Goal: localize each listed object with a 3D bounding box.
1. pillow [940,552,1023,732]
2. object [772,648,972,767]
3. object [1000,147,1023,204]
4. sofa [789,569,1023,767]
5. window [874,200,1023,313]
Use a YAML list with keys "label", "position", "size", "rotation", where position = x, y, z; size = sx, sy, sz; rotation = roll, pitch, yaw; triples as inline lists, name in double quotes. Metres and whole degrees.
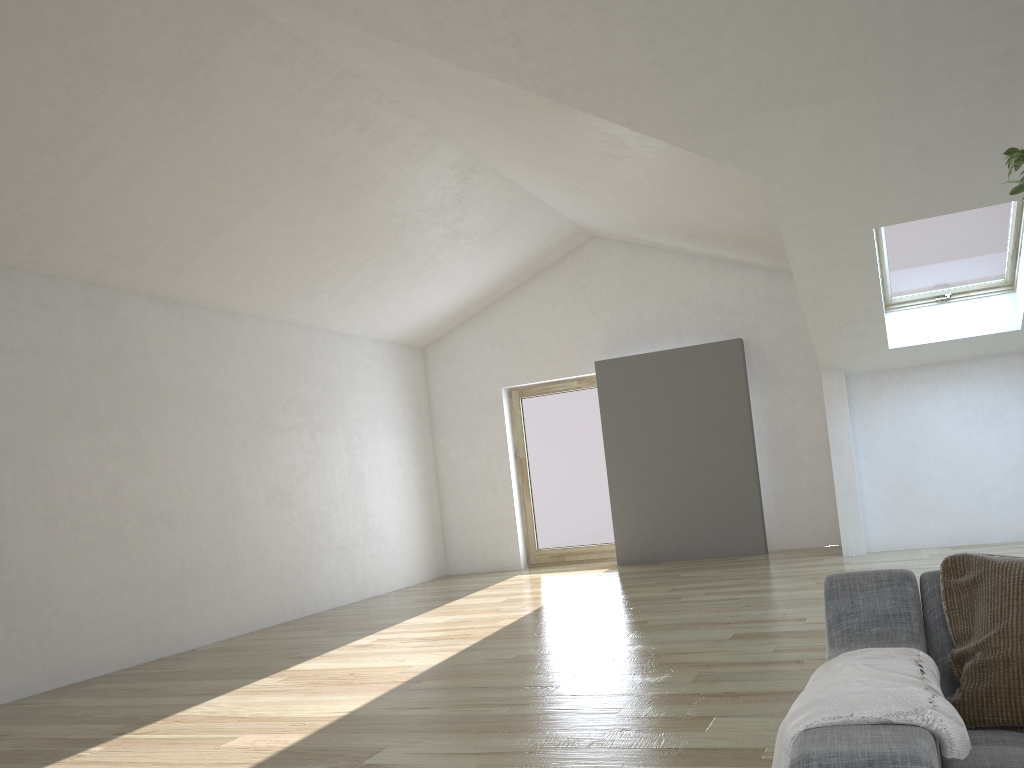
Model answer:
- label: "pillow"
  position: [1.109, 0.497, 1.721]
  size: [0.583, 0.336, 0.307]
  rotation: [-10, -5, 31]
- label: "object"
  position: [0.634, 0.715, 1.590]
  size: [0.362, 0.417, 0.477]
  rotation: [-8, -5, 25]
- label: "object"
  position: [1.691, 0.011, 2.109]
  size: [0.813, 2.013, 0.803]
  rotation: [-6, -2, 0]
- label: "sofa"
  position: [1.758, 0.581, 1.287]
  size: [2.493, 0.681, 1.016]
  rotation: [-9, -6, 21]
- label: "window"
  position: [3.428, -1.037, 6.974]
  size: [1.491, 0.726, 1.887]
  rotation: [-9, -6, 22]
